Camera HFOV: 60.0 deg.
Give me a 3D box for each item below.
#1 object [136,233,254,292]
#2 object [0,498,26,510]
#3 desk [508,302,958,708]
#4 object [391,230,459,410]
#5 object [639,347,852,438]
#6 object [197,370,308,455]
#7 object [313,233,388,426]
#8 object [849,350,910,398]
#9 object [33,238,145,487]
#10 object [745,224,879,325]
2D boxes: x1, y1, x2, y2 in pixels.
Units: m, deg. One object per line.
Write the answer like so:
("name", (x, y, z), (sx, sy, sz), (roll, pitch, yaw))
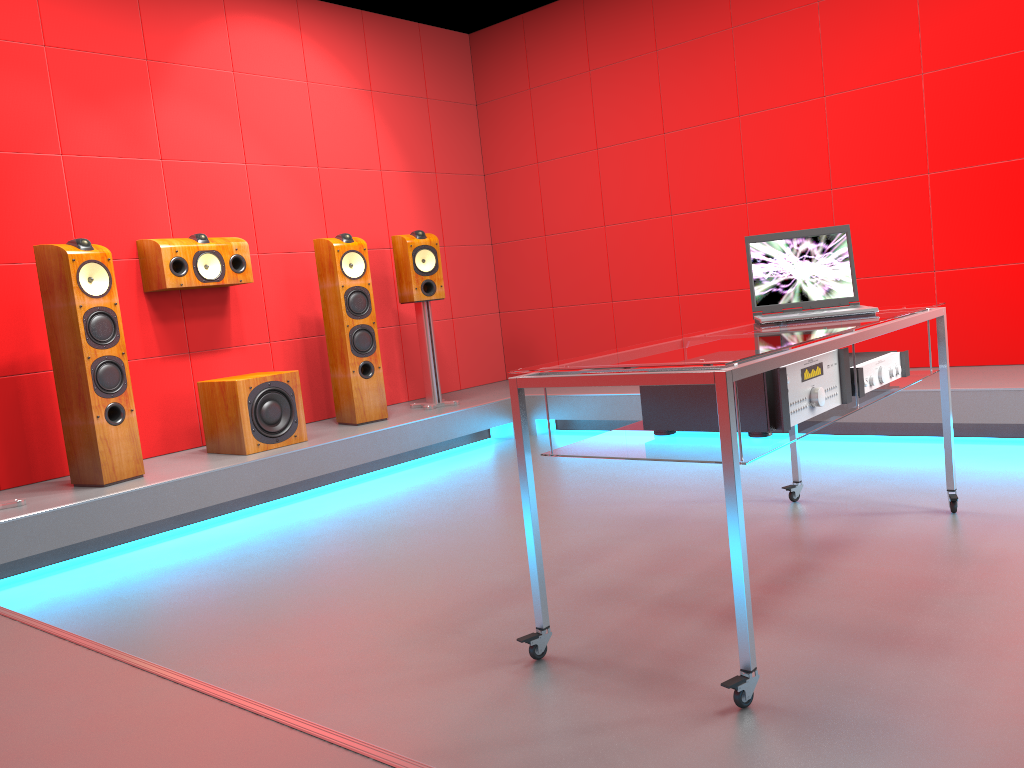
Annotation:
("object", (-1.623, -0.633, 4.565), (0.235, 0.271, 0.493), (-1, 7, 40))
("object", (-2.149, -0.021, 3.437), (0.265, 1.058, 0.231), (-4, 6, 21))
("desk", (0.715, 0.199, 2.472), (0.594, 0.690, 1.617), (-1, 7, 40))
("object", (-0.528, -0.388, 5.346), (0.231, 1.058, 0.265), (-9, 6, -29))
("object", (0.599, 0.018, 2.241), (0.371, 0.158, 0.431), (-1, 7, 40))
("object", (-1.292, 0.139, 4.431), (0.360, 0.360, 0.360), (-1, 7, 40))
("object", (-0.897, -0.305, 4.946), (0.203, 1.052, 0.238), (-11, 7, -39))
("object", (0.915, -0.021, 2.618), (0.365, 0.092, 0.435), (-1, 7, 40))
("object", (-1.818, -0.093, 3.827), (0.238, 1.052, 0.203), (-3, 7, 31))
("object", (0.937, -0.352, 2.812), (0.342, 0.285, 0.340), (-5, 6, 11))
